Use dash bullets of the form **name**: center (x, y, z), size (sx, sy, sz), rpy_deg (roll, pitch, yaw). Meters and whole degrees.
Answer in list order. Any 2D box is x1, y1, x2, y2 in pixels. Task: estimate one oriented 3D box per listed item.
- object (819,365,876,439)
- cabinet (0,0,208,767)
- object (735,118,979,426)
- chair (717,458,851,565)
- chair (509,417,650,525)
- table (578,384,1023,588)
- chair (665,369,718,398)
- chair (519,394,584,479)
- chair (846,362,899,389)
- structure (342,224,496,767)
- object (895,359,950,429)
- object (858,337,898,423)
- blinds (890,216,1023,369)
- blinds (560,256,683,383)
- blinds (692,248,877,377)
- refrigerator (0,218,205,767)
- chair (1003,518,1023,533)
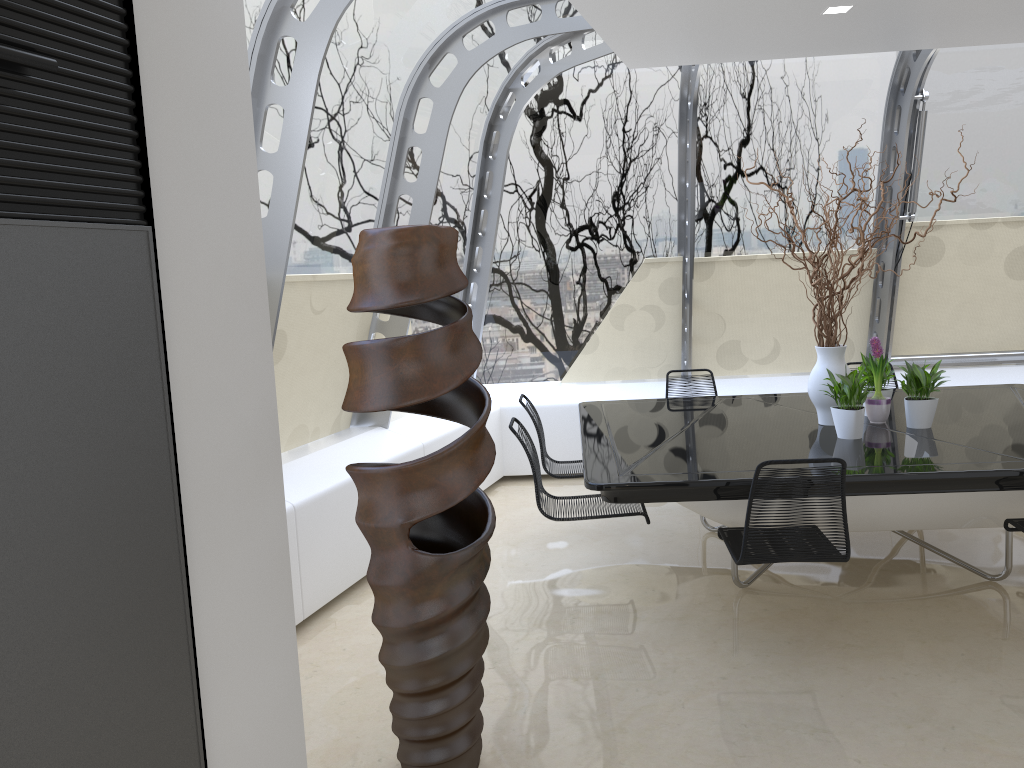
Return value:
- **object**: center (1.703, 0.088, 4.489), size (0.284, 0.369, 0.215), rpy_deg (3, 9, 42)
- **cabinet**: center (-1.456, 0.340, 1.028), size (0.831, 2.558, 2.252), rpy_deg (-1, 7, 18)
- **object**: center (1.805, -0.533, 4.649), size (1.135, 1.549, 1.031), rpy_deg (-3, 7, -4)
- **chair**: center (1.136, 0.499, 3.722), size (0.446, 0.519, 0.688), rpy_deg (-2, 7, 4)
- **chair**: center (0.346, 0.434, 4.600), size (0.688, 0.519, 0.446), rpy_deg (-2, 7, 4)
- **table**: center (1.917, 0.588, 4.961), size (3.031, 0.759, 2.494), rpy_deg (-2, 7, 4)
- **chair**: center (1.292, 0.190, 6.214), size (0.446, 0.519, 0.688), rpy_deg (-2, 7, 4)
- **chair**: center (0.403, 0.320, 5.517), size (0.688, 0.519, 0.446), rpy_deg (-2, 7, 4)
- **chair**: center (2.565, 0.135, 6.127), size (0.446, 0.519, 0.688), rpy_deg (-2, 7, 4)
- **structure**: center (-0.293, 0.414, 2.943), size (0.493, 1.843, 0.498), rpy_deg (-1, 7, 15)
- **object**: center (2.147, 0.044, 4.664), size (0.284, 0.369, 0.215), rpy_deg (2, 9, 37)
- **object**: center (2.033, -0.042, 5.006), size (0.238, 0.476, 0.417), rpy_deg (1, 8, 32)
- **blinds**: center (3.738, -0.709, 7.128), size (1.376, 1.214, 0.387), rpy_deg (-2, 7, 4)
- **blinds**: center (0.529, 0.027, 7.613), size (1.829, 2.118, 0.663), rpy_deg (-2, 7, 4)
- **blinds**: center (2.207, -0.553, 7.272), size (1.430, 1.027, 0.329), rpy_deg (-2, 7, 4)
- **refrigerator**: center (-0.975, 0.596, 1.542), size (0.234, 1.742, 1.006), rpy_deg (-1, 7, 17)
- **chair**: center (2.408, 0.444, 3.635), size (0.446, 0.519, 0.688), rpy_deg (-2, 7, 4)
